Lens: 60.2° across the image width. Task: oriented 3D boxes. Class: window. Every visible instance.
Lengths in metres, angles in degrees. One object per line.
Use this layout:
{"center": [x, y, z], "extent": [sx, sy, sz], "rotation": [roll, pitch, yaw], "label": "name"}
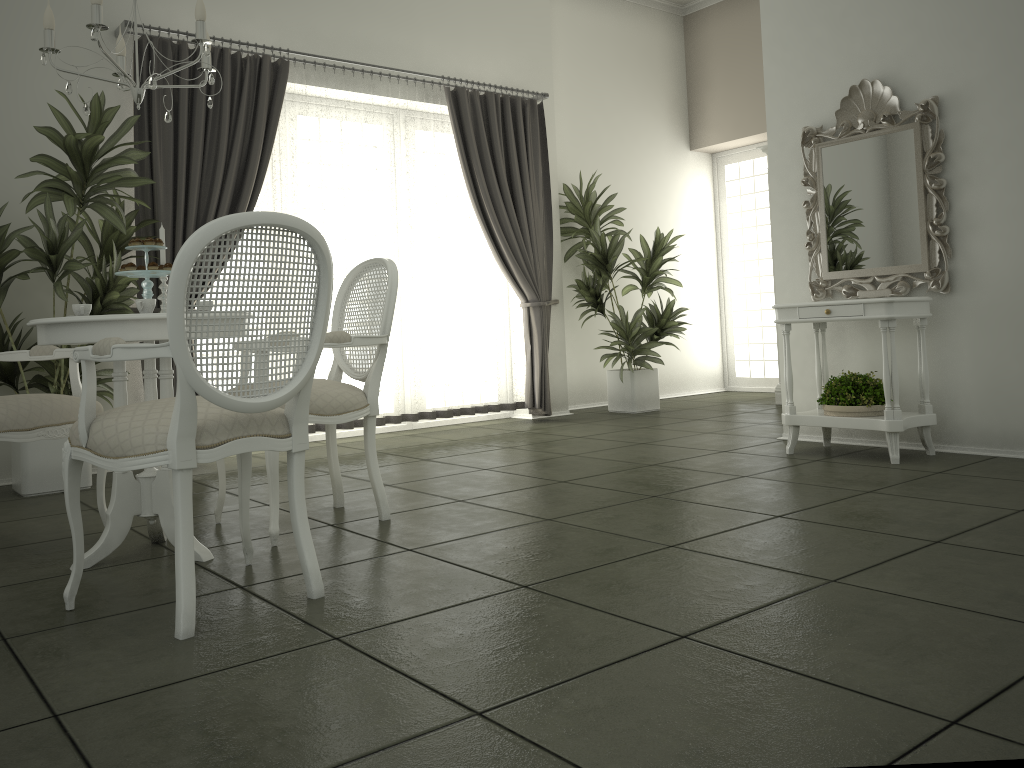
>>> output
{"center": [2.494, -1.170, 8.898], "extent": [0.058, 2.508, 0.997], "rotation": [-1, -2, -38], "label": "window"}

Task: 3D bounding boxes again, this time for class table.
{"center": [-1.266, 0.180, 3.088], "extent": [0.741, 0.832, 0.738], "rotation": [-3, 1, -41], "label": "table"}
{"center": [1.789, -0.035, 4.627], "extent": [0.433, 0.808, 0.696], "rotation": [-2, 0, -38], "label": "table"}

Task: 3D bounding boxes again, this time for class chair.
{"center": [-0.804, 0.017, 3.556], "extent": [0.691, 1.067, 0.593], "rotation": [-2, -1, -38], "label": "chair"}
{"center": [-1.949, 0.086, 3.253], "extent": [0.689, 1.067, 0.595], "rotation": [-3, -1, 17], "label": "chair"}
{"center": [-0.847, 0.082, 2.490], "extent": [0.688, 1.066, 0.596], "rotation": [-3, -1, 42], "label": "chair"}

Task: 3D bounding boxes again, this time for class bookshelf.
{"center": [2.754, -1.010, 7.335], "extent": [0.625, 2.350, 1.146], "rotation": [-1, -2, -38], "label": "bookshelf"}

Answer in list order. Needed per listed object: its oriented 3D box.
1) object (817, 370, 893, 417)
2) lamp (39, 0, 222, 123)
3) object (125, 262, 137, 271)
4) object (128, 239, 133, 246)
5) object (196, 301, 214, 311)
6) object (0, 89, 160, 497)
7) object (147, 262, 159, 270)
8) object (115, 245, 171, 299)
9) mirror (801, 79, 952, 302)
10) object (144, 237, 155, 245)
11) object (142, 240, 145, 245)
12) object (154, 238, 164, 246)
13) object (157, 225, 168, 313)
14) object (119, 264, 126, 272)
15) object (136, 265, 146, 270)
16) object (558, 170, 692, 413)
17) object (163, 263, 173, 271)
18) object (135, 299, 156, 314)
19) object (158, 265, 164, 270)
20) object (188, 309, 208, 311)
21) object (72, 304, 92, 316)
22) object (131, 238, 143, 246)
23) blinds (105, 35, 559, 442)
{"center": [1.799, 0.039, 4.631], "extent": [0.375, 0.232, 0.346], "rotation": [-4, 2, -43], "label": "object"}
{"center": [-1.359, -2.192, 3.175], "extent": [0.592, 2.445, 0.592], "rotation": [-4, -2, 29], "label": "lamp"}
{"center": [-1.323, -0.406, 3.064], "extent": [0.039, 0.032, 0.039], "rotation": [-2, 1, 13], "label": "object"}
{"center": [-1.340, -0.498, 3.129], "extent": [0.039, 0.032, 0.039], "rotation": [-2, 2, 38], "label": "object"}
{"center": [-1.142, -0.283, 3.288], "extent": [0.062, 0.049, 0.078], "rotation": [-3, 2, -5], "label": "object"}
{"center": [-2.472, -0.493, 4.651], "extent": [1.163, 2.102, 1.036], "rotation": [-2, -1, -20], "label": "object"}
{"center": [-1.250, -0.410, 3.075], "extent": [0.039, 0.032, 0.039], "rotation": [-2, 1, 18], "label": "object"}
{"center": [-1.293, -0.361, 3.131], "extent": [0.211, 0.249, 0.210], "rotation": [-3, 0, -6], "label": "object"}
{"center": [1.962, -1.074, 4.844], "extent": [0.082, 1.212, 0.835], "rotation": [-1, -1, -38], "label": "mirror"}
{"center": [-1.274, -0.500, 3.103], "extent": [0.039, 0.032, 0.039], "rotation": [-3, 1, -17], "label": "object"}
{"center": [-1.325, -0.501, 3.168], "extent": [0.039, 0.032, 0.039], "rotation": [-3, 1, -17], "label": "object"}
{"center": [-1.259, -0.503, 3.141], "extent": [0.039, 0.032, 0.039], "rotation": [-3, 1, -32], "label": "object"}
{"center": [-1.318, -0.430, 3.338], "extent": [0.087, 0.365, 0.088], "rotation": [-4, -2, 29], "label": "object"}
{"center": [-1.368, -0.408, 3.122], "extent": [0.039, 0.032, 0.039], "rotation": [-2, 1, 13], "label": "object"}
{"center": [-1.341, -0.413, 3.190], "extent": [0.039, 0.032, 0.039], "rotation": [-3, 1, 3], "label": "object"}
{"center": [0.994, -0.823, 7.597], "extent": [1.163, 2.102, 1.036], "rotation": [-2, -1, -20], "label": "object"}
{"center": [-1.223, -0.416, 3.143], "extent": [0.039, 0.032, 0.039], "rotation": [-2, 1, 13], "label": "object"}
{"center": [-1.184, -0.250, 2.856], "extent": [0.062, 0.049, 0.077], "rotation": [-3, 2, -28], "label": "object"}
{"center": [-1.268, -0.417, 3.201], "extent": [0.039, 0.032, 0.039], "rotation": [-3, 1, -17], "label": "object"}
{"center": [-1.086, -0.242, 2.973], "extent": [0.118, 0.016, 0.119], "rotation": [0, 4, 42], "label": "object"}
{"center": [-1.505, -0.255, 3.099], "extent": [0.077, 0.049, 0.062], "rotation": [-1, 2, 32], "label": "object"}
{"center": [-1.315, -0.497, 3.097], "extent": [0.039, 0.032, 0.039], "rotation": [-3, 1, -7], "label": "object"}
{"center": [-1.053, -0.910, 6.327], "extent": [3.667, 2.609, 0.658], "rotation": [-4, -1, -38], "label": "blinds"}
